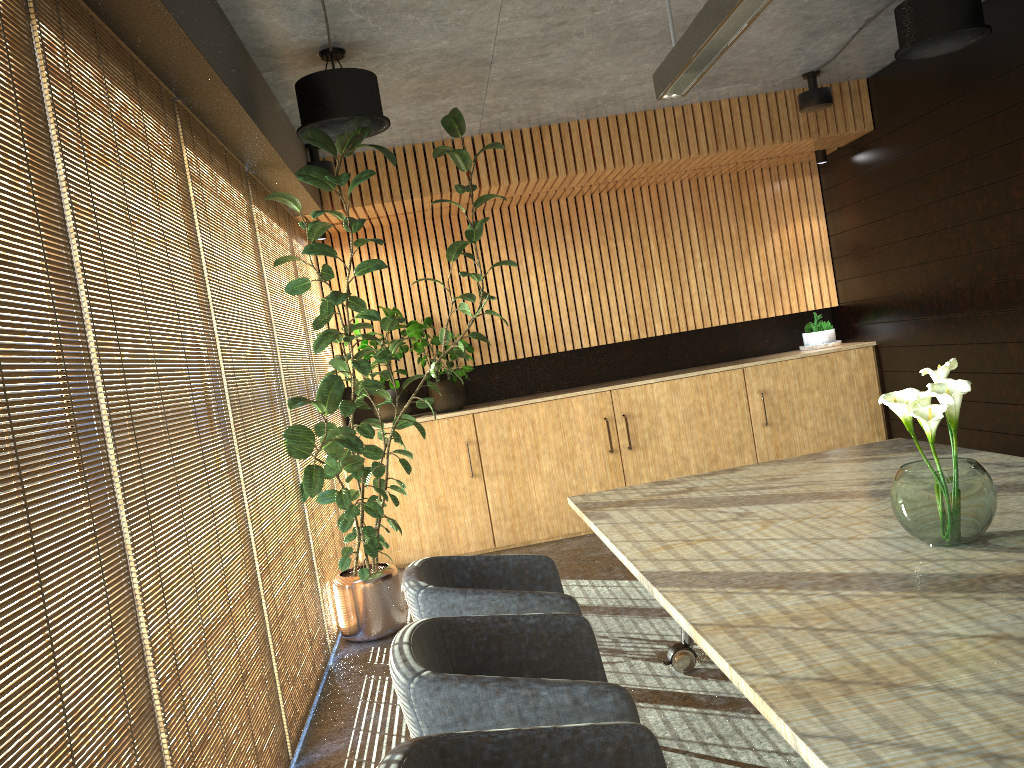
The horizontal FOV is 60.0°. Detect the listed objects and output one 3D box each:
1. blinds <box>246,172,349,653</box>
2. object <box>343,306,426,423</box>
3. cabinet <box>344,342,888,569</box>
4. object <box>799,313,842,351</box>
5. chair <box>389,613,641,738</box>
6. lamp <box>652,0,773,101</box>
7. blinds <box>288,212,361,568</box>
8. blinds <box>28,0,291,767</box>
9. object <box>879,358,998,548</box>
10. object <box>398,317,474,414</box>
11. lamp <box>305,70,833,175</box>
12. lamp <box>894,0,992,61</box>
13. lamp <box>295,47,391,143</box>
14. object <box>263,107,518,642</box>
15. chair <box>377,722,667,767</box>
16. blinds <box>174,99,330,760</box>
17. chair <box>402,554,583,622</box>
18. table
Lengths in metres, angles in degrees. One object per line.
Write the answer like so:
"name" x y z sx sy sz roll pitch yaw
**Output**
"blinds" -1.439 0.172 6.205 0.039 3.038 1.422 -10 2 -4
"object" -1.191 -0.178 8.004 0.666 1.054 0.640 -8 3 37
"cabinet" 0.932 0.640 8.284 4.954 1.272 1.006 -10 2 -4
"object" 2.932 -0.516 8.494 0.384 0.347 0.384 -9 2 18
"chair" 0.078 1.154 2.609 0.761 0.944 0.706 -10 2 -4
"lamp" 0.942 -1.748 2.626 0.151 0.618 4.009 -10 2 -4
"blinds" -1.559 0.139 7.668 0.039 3.038 1.422 -10 2 -4
"blinds" -1.196 0.241 3.254 0.039 3.038 1.422 -10 2 -4
"object" 1.290 0.212 2.709 0.295 0.546 0.322 -9 2 5
"object" -0.671 -0.177 8.032 0.679 0.880 0.512 -9 2 -1
"lamp" 0.448 -1.996 6.838 4.179 0.294 0.257 -10 2 -4
"lamp" 2.463 -2.178 5.137 0.513 0.497 0.513 -8 2 25
"lamp" -0.957 -1.605 4.869 0.513 0.497 0.513 -11 2 -34
"object" -0.972 0.035 5.702 1.958 3.266 1.875 -8 3 34
"chair" 0.152 1.174 1.713 0.761 0.944 0.706 -10 2 -4
"blinds" -1.316 0.207 4.717 0.039 3.038 1.422 -10 2 -4
"chair" 0.004 1.133 3.506 0.761 0.944 0.706 -10 2 -4
"table" 1.415 0.937 2.714 1.816 0.927 3.932 -10 2 -4
